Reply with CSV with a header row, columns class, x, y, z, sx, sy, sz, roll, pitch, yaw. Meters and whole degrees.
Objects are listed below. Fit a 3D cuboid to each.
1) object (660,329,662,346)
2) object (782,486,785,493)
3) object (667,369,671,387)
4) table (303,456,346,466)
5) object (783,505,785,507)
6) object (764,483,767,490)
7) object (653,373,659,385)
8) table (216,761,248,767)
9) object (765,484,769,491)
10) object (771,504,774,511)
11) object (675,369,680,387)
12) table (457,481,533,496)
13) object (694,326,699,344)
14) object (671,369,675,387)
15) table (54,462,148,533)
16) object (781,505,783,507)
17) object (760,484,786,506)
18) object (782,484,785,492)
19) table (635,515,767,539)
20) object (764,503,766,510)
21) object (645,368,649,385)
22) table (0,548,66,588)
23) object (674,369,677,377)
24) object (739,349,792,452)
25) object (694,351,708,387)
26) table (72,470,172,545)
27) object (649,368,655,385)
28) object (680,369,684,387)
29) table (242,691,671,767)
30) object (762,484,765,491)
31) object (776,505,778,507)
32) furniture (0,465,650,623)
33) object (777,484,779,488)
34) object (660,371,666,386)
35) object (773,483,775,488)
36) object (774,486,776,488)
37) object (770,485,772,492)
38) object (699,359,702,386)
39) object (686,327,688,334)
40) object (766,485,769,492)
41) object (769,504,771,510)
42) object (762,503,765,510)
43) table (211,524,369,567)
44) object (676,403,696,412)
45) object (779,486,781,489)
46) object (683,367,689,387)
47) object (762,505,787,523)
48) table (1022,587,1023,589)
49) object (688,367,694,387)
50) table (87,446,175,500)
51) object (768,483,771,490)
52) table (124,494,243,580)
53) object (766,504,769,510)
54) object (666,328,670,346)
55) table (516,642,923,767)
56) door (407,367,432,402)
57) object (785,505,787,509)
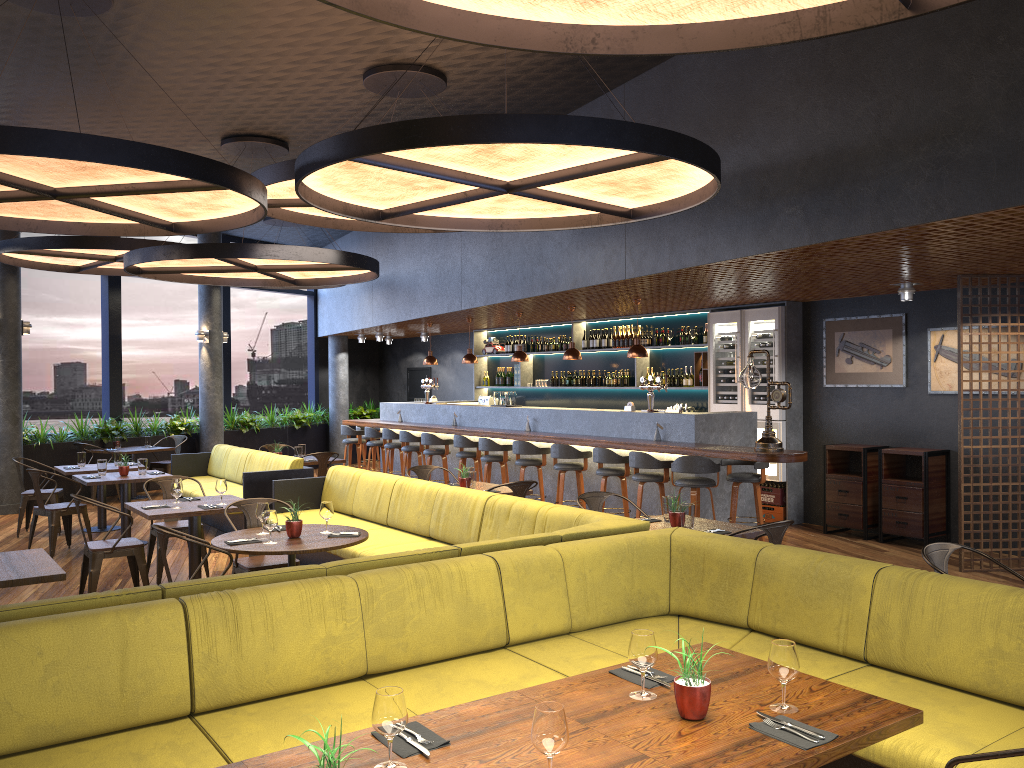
class,x,y,z,sx,sy,sz,roll,pitch,yaw
object,2.137,-0.663,12.624,0.063,0.254,0.063,0,0,17
object,3.314,1.352,10.840,0.057,0.205,0.056,-1,0,-30
object,2.186,-0.083,12.373,0.063,0.254,0.063,-1,0,-32
table,-2.768,1.367,11.592,0.906,0.763,0.887,-1,0,-35
object,3.332,1.577,10.844,0.057,0.205,0.056,-1,0,-40
object,3.198,1.351,11.158,0.056,0.205,0.056,-1,0,-29
object,2.059,-0.060,12.627,0.097,0.206,0.097,0,0,24
table,-0.843,1.404,1.776,0.906,0.763,0.887,-1,0,-35
object,3.179,1.352,11.065,0.057,0.205,0.056,-1,0,-20
object,3.199,1.578,10.899,0.056,0.205,0.056,-1,0,-14
object,2.299,-0.083,12.305,0.063,0.254,0.063,0,0,18
table,-0.426,1.365,8.295,0.887,0.763,0.906,-1,0,-35
object,2.526,-0.664,12.160,0.063,0.254,0.063,-1,0,-27
object,2.248,-0.084,12.424,0.063,0.254,0.063,-1,0,-7
table,-5.014,1.390,10.818,0.906,0.763,0.887,-1,0,-35
object,3.287,1.577,10.805,0.056,0.205,0.056,-1,0,-39
object,3.259,1.371,11.002,0.277,0.206,0.416,-1,0,-32
object,3.365,1.350,11.026,0.056,0.205,0.057,-1,0,-20
table,1.121,1.364,6.082,0.887,0.763,0.906,-1,0,-35
object,3.160,1.578,11.042,0.057,0.205,0.056,-1,0,-30
object,1.966,-0.097,12.853,0.079,0.281,0.079,-1,0,-31
table,-3.022,1.405,4.895,0.887,0.763,0.906,-1,0,-35
object,2.311,-0.084,12.478,0.063,0.254,0.063,0,0,18
object,2.361,0.149,8.247,0.263,0.944,0.566,-1,0,-42
object,2.607,-0.196,11.882,0.161,0.475,0.300,-1,0,-35
table,-4.270,1.390,9.757,0.887,0.763,0.906,-1,0,-35
object,2.020,-0.097,12.776,0.079,0.281,0.079,0,0,34
object,2.362,-0.084,12.360,0.063,0.254,0.063,-1,0,-27
table,-0.105,1.395,2.298,0.906,0.763,0.887,-1,0,-35
object,3.124,1.352,11.033,0.056,0.205,0.056,-1,0,-44
object,3.240,1.578,10.851,0.056,0.205,0.056,0,0,1
furniture,-1.257,1.315,4.919,4.895,0.914,7.462,-1,0,-40
object,3.328,1.350,11.079,0.056,0.205,0.057,0,0,30
object,2.119,-0.068,12.496,0.088,0.224,0.088,0,0,25
object,3.286,1.351,11.136,0.057,0.205,0.056,0,0,20
object,3.224,1.352,10.863,0.056,0.205,0.056,0,0,11
object,3.192,1.352,10.917,0.056,0.205,0.056,-1,0,-4
object,2.567,-0.150,11.942,0.091,0.369,0.092,0,0,24
object,2.435,-0.663,12.284,0.063,0.254,0.063,-1,0,-7
object,3.154,1.352,10.972,0.056,0.205,0.056,0,0,21
object,3.197,1.578,10.991,0.057,0.205,0.056,0,0,10
object,3.112,1.578,11.001,0.056,0.205,0.056,0,0,36
table,-1.452,1.387,5.857,1.007,0.760,1.007,0,0,3
object,2.408,0.510,12.251,0.204,0.492,0.310,-1,0,-35
object,3.262,1.352,10.809,0.056,0.205,0.056,-1,0,-29
object,2.402,-0.099,12.229,0.079,0.281,0.079,0,0,29
object,3.250,1.597,10.994,0.277,0.206,0.416,-1,0,-42
table,2.671,1.363,3.872,0.887,0.763,0.906,-1,0,-35
object,2.456,-0.099,12.152,0.079,0.281,0.079,-1,0,-41
table,-5.881,1.382,13.708,0.887,0.763,0.906,0,0,29
object,3.256,1.350,11.190,0.057,0.205,0.056,-1,0,-35
table,-2.675,1.389,7.450,0.906,0.763,0.887,-1,0,-35
object,3.152,1.578,10.947,0.056,0.205,0.056,0,0,11
object,2.204,-0.663,12.530,0.063,0.254,0.063,0,0,42
table,0.638,1.386,2.818,0.906,0.763,0.887,-1,0,-35
door,-1.937,0.675,18.703,0.137,2.056,1.012,-1,0,-35
object,3.392,1.576,10.987,0.056,0.205,0.057,-1,0,-5
